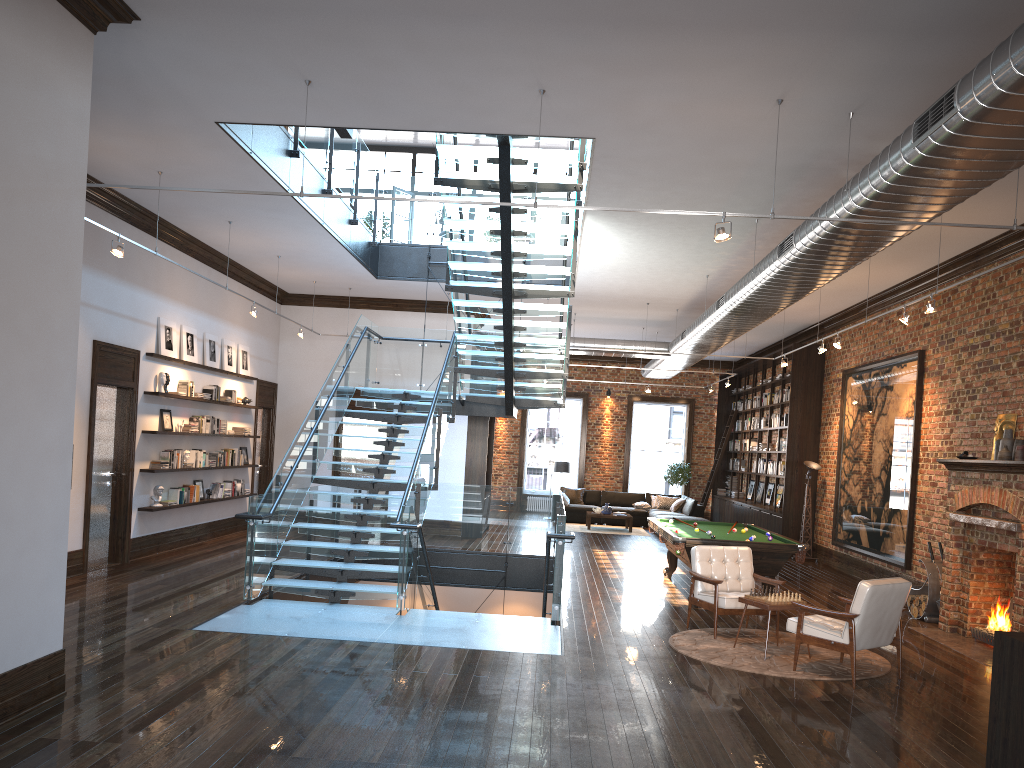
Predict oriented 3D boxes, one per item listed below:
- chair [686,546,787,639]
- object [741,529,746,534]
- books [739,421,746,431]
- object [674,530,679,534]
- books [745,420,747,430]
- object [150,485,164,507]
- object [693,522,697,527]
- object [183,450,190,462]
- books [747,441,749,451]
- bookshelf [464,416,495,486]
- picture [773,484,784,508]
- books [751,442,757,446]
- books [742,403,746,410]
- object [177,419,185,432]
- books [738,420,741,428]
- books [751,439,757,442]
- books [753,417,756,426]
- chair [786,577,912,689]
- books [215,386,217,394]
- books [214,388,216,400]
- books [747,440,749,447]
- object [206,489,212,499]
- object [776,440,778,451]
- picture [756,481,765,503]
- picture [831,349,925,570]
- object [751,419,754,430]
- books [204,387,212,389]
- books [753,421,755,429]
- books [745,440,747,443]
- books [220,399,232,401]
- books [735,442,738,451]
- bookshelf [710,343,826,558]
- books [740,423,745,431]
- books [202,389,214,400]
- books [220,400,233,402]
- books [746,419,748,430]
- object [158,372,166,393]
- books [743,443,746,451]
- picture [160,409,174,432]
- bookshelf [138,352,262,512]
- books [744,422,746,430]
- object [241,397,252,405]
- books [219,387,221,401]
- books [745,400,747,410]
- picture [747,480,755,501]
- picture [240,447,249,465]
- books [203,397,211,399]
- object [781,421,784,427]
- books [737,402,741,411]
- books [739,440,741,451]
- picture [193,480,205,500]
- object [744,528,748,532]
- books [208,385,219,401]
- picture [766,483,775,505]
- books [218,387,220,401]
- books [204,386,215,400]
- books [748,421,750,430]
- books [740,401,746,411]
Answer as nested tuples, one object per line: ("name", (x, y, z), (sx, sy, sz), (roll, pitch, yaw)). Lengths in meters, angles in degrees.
("chair", (2.243, 2.091, 8.899), (0.769, 0.866, 0.741), (4, -1, -17))
("object", (3.050, 1.945, 11.693), (0.057, 0.057, 0.057), (3, -2, 3))
("books", (5.941, 1.082, 22.755), (0.190, 0.281, 0.006), (3, 1, 3))
("object", (2.028, 1.832, 10.945), (0.057, 0.057, 0.057), (5, -2, -40))
("books", (5.911, 1.035, 22.109), (0.174, 0.283, 0.113), (3, 0, 3))
("object", (-4.756, 1.497, 11.872), (0.165, 0.282, 0.170), (4, -1, -29))
("object", (2.572, 1.971, 12.438), (0.057, 0.057, 0.057), (5, -2, -39))
("object", (-4.676, 1.029, 12.707), (0.147, 0.188, 0.127), (3, -1, 18))
("books", (5.850, 1.518, 21.673), (0.184, 0.252, 0.014), (3, 1, 3))
("bookshelf", (-0.623, 1.219, 17.649), (0.400, 3.517, 1.783), (3, 0, 3))
("picture", (5.732, 2.399, 19.022), (0.112, 0.498, 0.508), (3, -2, 3))
("books", (5.863, 1.514, 21.467), (0.147, 0.232, 0.036), (3, 1, 3))
("books", (5.957, 0.602, 22.651), (0.173, 0.214, 0.025), (3, 1, 3))
("object", (-4.678, 0.588, 12.540), (0.059, 0.187, 0.122), (4, 0, 38))
("books", (5.942, 1.087, 22.904), (0.184, 0.293, 0.006), (3, 1, 3))
("books", (5.849, 1.490, 21.520), (0.189, 0.287, 0.013), (3, 1, 3))
("books", (5.870, 0.954, 21.257), (0.183, 0.314, 0.013), (3, 1, 3))
("chair", (2.816, 2.021, 7.445), (0.770, 0.866, 0.740), (4, -2, -37))
("books", (-4.574, 0.139, 13.494), (0.155, 0.217, 0.011), (3, 1, 3))
("books", (-4.566, 0.153, 13.430), (0.166, 0.180, 0.028), (3, 1, 3))
("books", (5.849, 1.513, 21.686), (0.189, 0.263, 0.010), (3, 1, 3))
("object", (-4.679, 1.698, 13.700), (0.106, 0.152, 0.082), (3, 0, 1))
("object", (5.573, 1.265, 18.580), (0.069, 0.288, 0.117), (3, 0, -4))
("picture", (5.810, 2.526, 20.736), (0.112, 0.498, 0.508), (3, -2, 3))
("picture", (5.552, 1.151, 13.647), (0.080, 3.000, 3.206), (3, -2, 3))
("object", (5.732, 0.962, 21.054), (0.075, 0.255, 0.087), (3, 0, -7))
("books", (-4.592, 0.145, 13.374), (0.126, 0.184, 0.042), (3, 1, 3))
("books", (5.866, 0.997, 21.180), (0.182, 0.218, 0.034), (3, 1, 3))
("books", (5.877, 1.537, 22.004), (0.177, 0.264, 0.041), (3, 1, 3))
("books", (-4.565, 0.251, 14.104), (0.143, 0.013, 0.227), (3, -4, 3))
("books", (5.894, 1.625, 22.940), (0.231, 0.225, 0.024), (3, 1, 3))
("bookshelf", (5.601, 1.525, 20.250), (0.600, 3.996, 7.423), (3, -3, 3))
("books", (5.925, 1.112, 22.663), (0.185, 0.210, 0.069), (3, 0, 3))
("books", (-4.578, 0.156, 13.349), (0.167, 0.161, 0.037), (3, 1, 3))
("books", (-4.557, 0.274, 14.102), (0.162, 0.011, 0.231), (3, -4, 3))
("books", (5.912, 1.023, 21.991), (0.174, 0.286, 0.091), (3, 0, 3))
("object", (-4.671, -0.015, 11.830), (0.098, 0.288, 0.098), (3, 0, -45))
("books", (5.848, 1.563, 21.962), (0.236, 0.202, 0.046), (3, 1, 3))
("picture", (-4.717, 0.498, 12.122), (0.077, 0.300, 0.301), (3, -2, 3))
("bookshelf", (-4.602, 0.775, 13.513), (0.200, 2.053, 4.084), (3, -3, 3))
("books", (5.927, 1.046, 22.222), (0.174, 0.280, 0.128), (3, 0, 3))
("object", (-4.483, 0.282, 14.838), (0.282, 0.136, 0.124), (5, -2, -30))
("books", (-4.571, 0.152, 13.651), (0.163, 0.214, 0.023), (3, 1, 3))
("books", (5.944, 0.536, 22.199), (0.187, 0.280, 0.028), (3, 1, 3))
("picture", (5.855, 2.598, 21.716), (0.112, 0.498, 0.508), (3, -2, 3))
("picture", (-4.603, 1.234, 15.253), (0.077, 0.300, 0.301), (3, -2, 3))
("books", (-4.609, 0.208, 13.190), (0.141, 0.011, 0.286), (3, -4, 4))
("object", (5.719, 0.843, 18.587), (0.096, 0.137, 0.235), (4, -3, -13))
("books", (5.947, 0.603, 22.945), (0.235, 0.252, 0.028), (3, 1, 3))
("books", (5.904, 1.579, 22.664), (0.164, 0.278, 0.013), (3, 1, 3))
("picture", (-4.719, 1.598, 13.380), (0.077, 0.300, 0.301), (3, -2, 3))
("object", (3.169, 1.975, 12.011), (0.057, 0.057, 0.057), (5, -2, -42))
("books", (-4.573, 0.140, 13.568), (0.162, 0.226, 0.011), (3, 1, 3))
("picture", (5.772, 2.463, 19.894), (0.112, 0.498, 0.508), (3, -2, 3))
("books", (-4.565, 0.145, 13.584), (0.166, 0.219, 0.021), (3, 1, 3))
("books", (-4.576, 0.137, 13.405), (0.156, 0.208, 0.022), (3, 1, 3))
("books", (5.889, 1.025, 21.729), (0.181, 0.242, 0.036), (3, 1, 3))
("books", (5.955, 0.575, 22.731), (0.190, 0.280, 0.017), (3, 1, 3))
